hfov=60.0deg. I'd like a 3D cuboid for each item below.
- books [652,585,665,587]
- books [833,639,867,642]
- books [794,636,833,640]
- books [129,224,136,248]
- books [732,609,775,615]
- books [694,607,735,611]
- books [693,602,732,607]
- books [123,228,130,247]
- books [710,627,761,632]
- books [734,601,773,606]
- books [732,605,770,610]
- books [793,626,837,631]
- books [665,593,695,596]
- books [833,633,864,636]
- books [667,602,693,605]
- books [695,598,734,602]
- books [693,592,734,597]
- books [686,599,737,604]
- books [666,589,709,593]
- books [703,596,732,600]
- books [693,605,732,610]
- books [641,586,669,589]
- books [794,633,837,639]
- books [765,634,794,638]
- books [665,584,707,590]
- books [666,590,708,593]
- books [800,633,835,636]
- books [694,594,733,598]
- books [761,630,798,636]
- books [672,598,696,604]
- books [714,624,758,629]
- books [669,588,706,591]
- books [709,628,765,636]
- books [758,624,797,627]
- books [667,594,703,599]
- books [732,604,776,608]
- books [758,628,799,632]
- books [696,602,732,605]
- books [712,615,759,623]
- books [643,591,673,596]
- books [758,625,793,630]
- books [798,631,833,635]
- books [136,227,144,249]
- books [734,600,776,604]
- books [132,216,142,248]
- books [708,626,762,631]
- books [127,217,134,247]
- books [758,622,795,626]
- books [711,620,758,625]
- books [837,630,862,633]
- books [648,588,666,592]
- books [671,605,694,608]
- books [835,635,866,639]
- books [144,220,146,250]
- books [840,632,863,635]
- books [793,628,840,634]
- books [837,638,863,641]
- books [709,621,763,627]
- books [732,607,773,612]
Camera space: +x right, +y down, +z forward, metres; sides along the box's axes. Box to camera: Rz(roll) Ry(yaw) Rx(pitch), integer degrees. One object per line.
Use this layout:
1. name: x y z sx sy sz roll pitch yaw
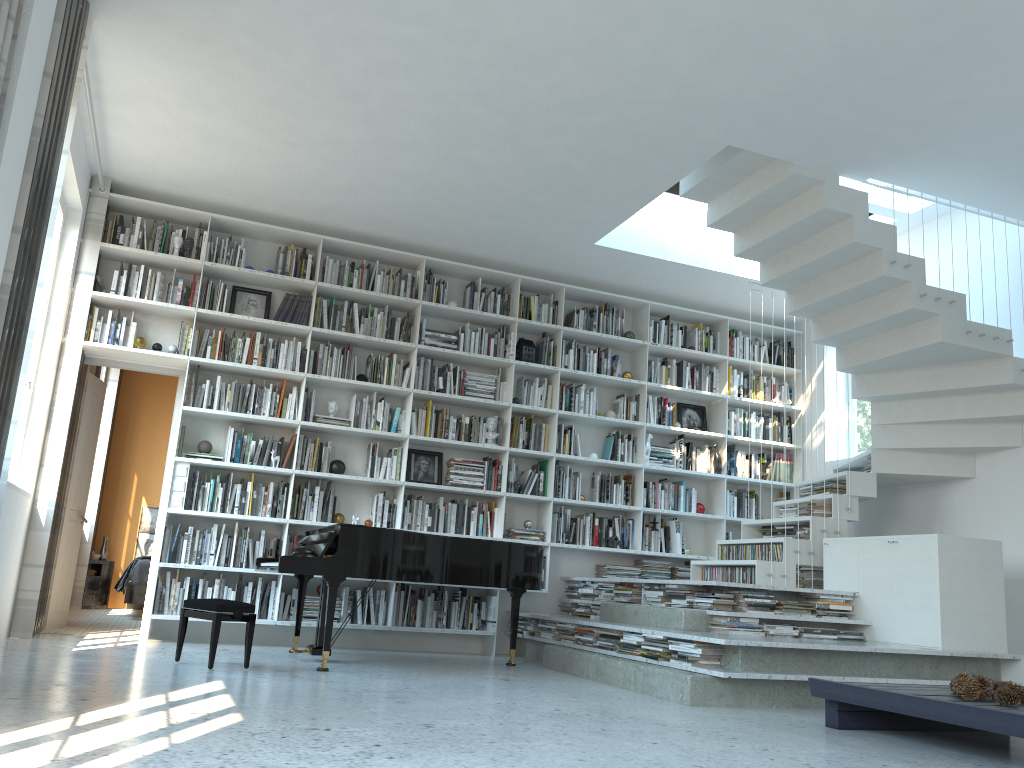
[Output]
1. books: 1.079 1.418 6.210 0.134 0.014 0.181 8 -13 -15
2. books: 2.138 1.647 5.712 0.261 0.006 0.151 10 -14 -24
3. books: 1.888 1.609 5.630 0.250 0.009 0.144 9 -14 -21
4. books: -2.838 -1.060 6.630 0.024 0.226 0.157 9 -13 -20
5. books: 1.522 1.445 5.626 0.216 0.015 0.178 9 -14 -22
6. books: 1.288 1.435 5.652 0.144 0.009 0.250 9 -14 -20
7. books: 1.281 1.409 5.654 0.152 0.015 0.208 10 -14 -23
8. books: -2.877 -1.048 6.621 0.031 0.195 0.145 9 -13 -20
9. books: 1.365 1.504 5.430 0.264 0.006 0.165 9 -14 -19
10. books: 1.523 1.397 5.643 0.210 0.012 0.168 8 -14 -19
11. books: 1.516 1.424 5.650 0.208 0.012 0.132 10 -14 -24
12. books: 1.890 1.549 5.627 0.275 0.009 0.177 9 -14 -20
13. books: 1.169 1.405 5.914 0.187 0.009 0.251 9 -14 -20
14. books: 2.137 1.617 5.729 0.225 0.007 0.133 8 -14 -16
15. books: 1.173 1.468 5.903 0.154 0.007 0.293 8 -14 -17
16. books: 1.293 1.378 5.665 0.137 0.012 0.243 8 -14 -19
17. books: 1.288 1.346 5.669 0.149 0.014 0.229 9 -14 -22
18. books: 1.270 1.387 5.654 0.185 0.014 0.297 9 -14 -21
19. books: 1.174 1.380 5.920 0.171 0.007 0.261 9 -14 -22
20. books: 1.314 1.370 5.675 0.091 0.011 0.190 9 -14 -22
21. books: 1.274 1.422 5.649 0.161 0.014 0.212 8 -14 -16
22. books: 1.050 1.427 6.197 0.192 0.014 0.257 10 -14 -24
23. books: 1.896 1.592 5.614 0.250 0.018 0.177 8 -14 -17
24. books: 1.626 1.564 5.528 0.208 0.015 0.153 9 -14 -22
25. books: 1.162 1.356 5.920 0.189 0.022 0.238 8 -13 -15
26. books: 1.172 1.390 5.918 0.168 0.013 0.282 10 -14 -23
27. books: 1.895 1.582 5.622 0.254 0.005 0.161 10 -14 -24
28. books: 1.290 1.357 5.668 0.132 0.009 0.270 8 -14 -16
29. books: 1.632 1.545 5.518 0.232 0.019 0.170 10 -14 -25
30. books: 1.179 1.451 5.909 0.155 0.028 0.190 8 -14 -19
31. books: 1.369 1.482 5.429 0.210 0.012 0.168 8 -14 -16
32. books: 1.174 1.373 5.922 0.170 0.008 0.208 8 -14 -17
33. books: 1.372 1.515 5.409 0.262 0.023 0.200 9 -14 -22
34. books: 1.629 1.507 5.542 0.242 0.005 0.153 9 -14 -19
35. books: 1.173 1.423 5.911 0.177 0.026 0.230 9 -14 -20
36. books: 1.526 1.408 5.631 0.215 0.013 0.189 9 -14 -21
37. books: 1.630 1.532 5.531 0.273 0.012 0.159 9 -14 -22
38. books: 1.288 1.400 5.659 0.134 0.006 0.227 8 -14 -16
39. books: 1.371 1.443 5.440 0.234 0.025 0.157 10 -14 -25
40. books: 1.059 1.466 6.193 0.174 0.029 0.250 9 -14 -22
41. books: 1.626 1.519 5.545 0.211 0.018 0.134 8 -14 -17
42. books: 1.889 1.579 5.640 0.273 0.009 0.129 8 -14 -17
43. books: -2.781 -1.045 6.629 0.030 0.206 0.176 9 -13 -20
44. books: 1.523 1.388 5.648 0.260 0.009 0.153 8 -14 -17
45. books: -2.809 -1.085 6.636 0.028 0.283 0.189 9 -13 -20
46. books: 1.366 1.497 5.432 0.285 0.008 0.160 9 -14 -22
47. books: -2.849 -1.090 6.622 0.010 0.280 0.161 9 -13 -20
48. books: 1.629 1.499 5.546 0.220 0.013 0.149 9 -14 -21
49. books: 1.365 1.462 5.449 0.257 0.010 0.132 8 -14 -16
50. books: 2.136 1.597 5.738 0.215 0.007 0.131 8 -14 -18
51. books: 1.070 1.445 6.201 0.145 0.017 0.209 10 -14 -25
52. books: 1.176 1.481 5.902 0.142 0.020 0.231 7 -13 -15
53. books: 2.137 1.628 5.723 0.234 0.017 0.152 9 -14 -19
54. books: -2.746 -1.069 6.641 0.057 0.262 0.191 9 -13 -20
55. books: 2.136 1.608 5.736 0.229 0.014 0.133 9 -14 -21
56. books: 1.899 1.561 5.619 0.287 0.018 0.190 9 -14 -21
57. books: 2.137 1.641 5.718 0.179 0.010 0.160 9 -14 -20
58. books: 1.368 1.471 5.435 0.292 0.012 0.159 8 -14 -17
59. books: 1.518 1.435 5.642 0.227 0.012 0.148 9 -14 -22
